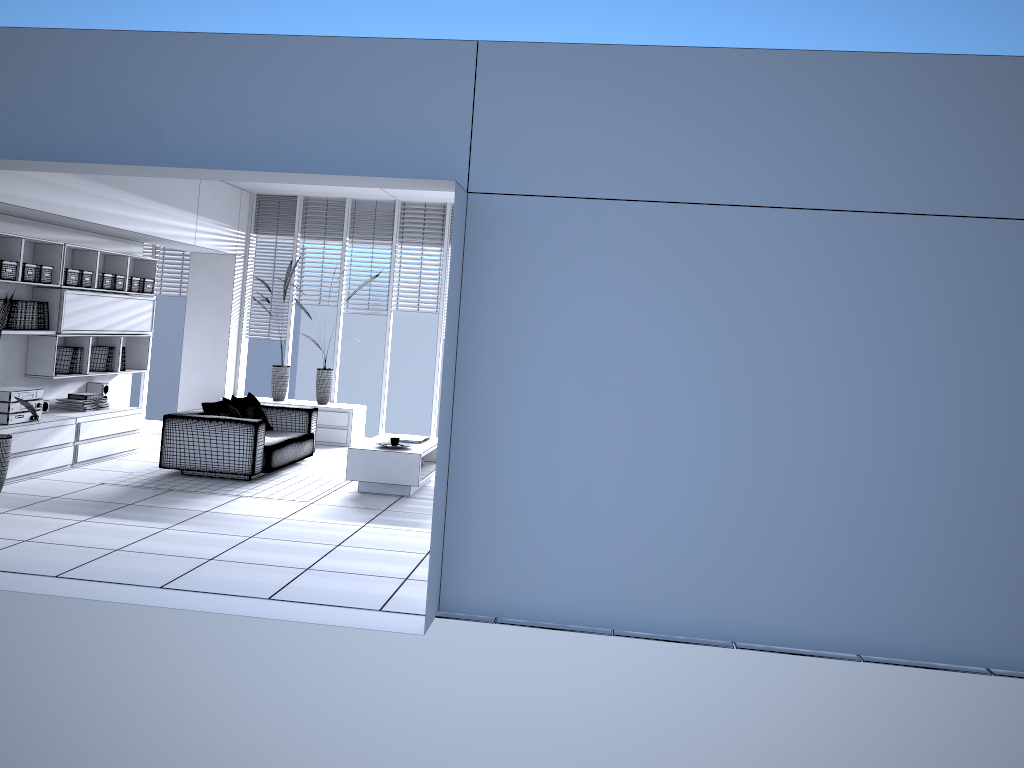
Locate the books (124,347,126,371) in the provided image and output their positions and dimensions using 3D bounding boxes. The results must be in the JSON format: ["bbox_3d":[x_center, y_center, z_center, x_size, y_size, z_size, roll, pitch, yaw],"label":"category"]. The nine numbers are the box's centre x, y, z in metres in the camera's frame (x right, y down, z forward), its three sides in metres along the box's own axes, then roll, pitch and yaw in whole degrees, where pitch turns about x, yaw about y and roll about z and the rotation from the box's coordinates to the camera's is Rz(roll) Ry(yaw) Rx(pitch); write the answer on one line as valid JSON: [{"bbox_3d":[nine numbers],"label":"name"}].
[{"bbox_3d":[-4.209,-0.273,9.374,0.207,0.261,0.074,4,-2,7],"label":"books"}]

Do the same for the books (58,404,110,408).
[{"bbox_3d":[-4.199,0.208,8.667,0.285,0.008,0.415,4,3,7],"label":"books"}]

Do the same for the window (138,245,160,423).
[{"bbox_3d":[-5.028,-1.055,11.548,0.689,3.140,0.099,3,-3,6],"label":"window"}]

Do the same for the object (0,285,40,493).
[{"bbox_3d":[-3.987,0.025,6.779,1.178,1.591,0.249,3,-3,38],"label":"object"}]

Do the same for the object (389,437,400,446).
[{"bbox_3d":[-1.052,0.517,7.870,0.096,0.070,0.084,4,1,-12],"label":"object"}]

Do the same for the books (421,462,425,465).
[{"bbox_3d":[-1.004,0.755,8.277,0.285,0.008,0.415,4,3,7],"label":"books"}]

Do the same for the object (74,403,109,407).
[{"bbox_3d":[-4.207,0.199,8.650,0.285,0.008,0.415,4,3,7],"label":"object"}]

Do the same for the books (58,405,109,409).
[{"bbox_3d":[-4.200,0.217,8.660,0.285,0.008,0.415,4,3,7],"label":"books"}]

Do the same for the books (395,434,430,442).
[{"bbox_3d":[-0.970,0.518,8.454,0.285,0.008,0.415,4,3,7],"label":"books"}]

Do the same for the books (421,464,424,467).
[{"bbox_3d":[-1.007,0.775,8.283,0.285,0.008,0.415,4,3,7],"label":"books"}]

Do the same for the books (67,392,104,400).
[{"bbox_3d":[-4.171,0.122,8.626,0.208,0.050,0.258,4,3,11],"label":"books"}]

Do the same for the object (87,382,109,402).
[{"bbox_3d":[-4.290,0.101,9.126,0.177,0.232,0.119,4,-2,6],"label":"object"}]

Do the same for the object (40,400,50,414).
[{"bbox_3d":[-4.411,0.212,8.059,0.177,0.119,0.328,4,3,6],"label":"object"}]

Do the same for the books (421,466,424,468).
[{"bbox_3d":[-1.008,0.784,8.276,0.285,0.008,0.415,4,3,7],"label":"books"}]

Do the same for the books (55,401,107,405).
[{"bbox_3d":[-4.212,0.179,8.618,0.285,0.008,0.415,4,3,7],"label":"books"}]

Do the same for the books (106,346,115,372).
[{"bbox_3d":[-4.229,-0.263,9.142,0.207,0.260,0.050,4,-3,7],"label":"books"}]

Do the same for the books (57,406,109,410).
[{"bbox_3d":[-4.212,0.227,8.649,0.285,0.008,0.415,4,3,7],"label":"books"}]

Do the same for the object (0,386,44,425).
[{"bbox_3d":[-4.250,0.176,7.458,0.347,0.270,0.430,4,2,6],"label":"object"}]

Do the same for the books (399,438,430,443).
[{"bbox_3d":[-0.970,0.533,8.464,0.285,0.008,0.415,4,3,7],"label":"books"}]

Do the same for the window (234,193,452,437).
[{"bbox_3d":[-0.745,-0.740,11.028,5.506,3.140,0.099,4,-3,6],"label":"window"}]

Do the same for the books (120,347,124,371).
[{"bbox_3d":[-4.213,-0.271,9.343,0.207,0.261,0.074,4,-2,7],"label":"books"}]

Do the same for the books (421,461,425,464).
[{"bbox_3d":[-1.002,0.746,8.284,0.285,0.008,0.415,4,3,7],"label":"books"}]

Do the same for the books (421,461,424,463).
[{"bbox_3d":[-1.008,0.735,8.245,0.285,0.008,0.415,4,3,7],"label":"books"}]

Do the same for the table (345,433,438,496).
[{"bbox_3d":[-1.054,0.743,8.216,0.651,0.389,1.199,4,3,6],"label":"table"}]

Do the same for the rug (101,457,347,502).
[{"bbox_3d":[-2.435,0.834,8.373,1.799,0.001,2.230,4,3,6],"label":"rug"}]

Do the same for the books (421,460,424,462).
[{"bbox_3d":[-1.007,0.727,8.252,0.285,0.008,0.415,4,3,7],"label":"books"}]

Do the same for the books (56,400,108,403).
[{"bbox_3d":[-4.199,0.160,8.636,0.285,0.008,0.415,4,3,7],"label":"books"}]

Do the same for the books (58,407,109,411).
[{"bbox_3d":[-4.203,0.237,8.665,0.285,0.008,0.415,4,3,7],"label":"books"}]

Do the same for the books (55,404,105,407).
[{"bbox_3d":[-4.205,0.197,8.628,0.285,0.008,0.415,4,3,7],"label":"books"}]

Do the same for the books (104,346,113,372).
[{"bbox_3d":[-4.233,-0.259,9.075,0.207,0.261,0.074,4,-2,6],"label":"books"}]

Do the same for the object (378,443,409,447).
[{"bbox_3d":[-1.056,0.547,7.869,0.216,0.012,0.215,1,4,-37],"label":"object"}]

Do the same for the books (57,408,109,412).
[{"bbox_3d":[-4.204,0.246,8.658,0.285,0.008,0.415,4,3,7],"label":"books"}]

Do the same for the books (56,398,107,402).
[{"bbox_3d":[-4.208,0.150,8.620,0.285,0.008,0.415,4,3,7],"label":"books"}]

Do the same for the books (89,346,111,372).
[{"bbox_3d":[-4.236,-0.257,9.044,0.207,0.261,0.074,4,-2,6],"label":"books"}]

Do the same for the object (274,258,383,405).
[{"bbox_3d":[-2.320,-0.679,10.683,1.551,1.872,0.689,4,-2,1],"label":"object"}]

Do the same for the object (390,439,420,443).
[{"bbox_3d":[-0.981,0.525,8.454,0.285,0.008,0.415,4,3,7],"label":"object"}]

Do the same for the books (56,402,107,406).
[{"bbox_3d":[-4.204,0.189,8.635,0.285,0.008,0.415,4,3,7],"label":"books"}]

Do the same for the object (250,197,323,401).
[{"bbox_3d":[-2.768,-1.295,11.096,1.430,2.998,0.491,3,-3,35],"label":"object"}]

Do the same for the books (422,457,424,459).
[{"bbox_3d":[-1.003,0.698,8.253,0.285,0.008,0.415,4,3,7],"label":"books"}]

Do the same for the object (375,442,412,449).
[{"bbox_3d":[-1.056,0.553,7.872,0.331,0.024,0.328,6,4,36],"label":"object"}]
